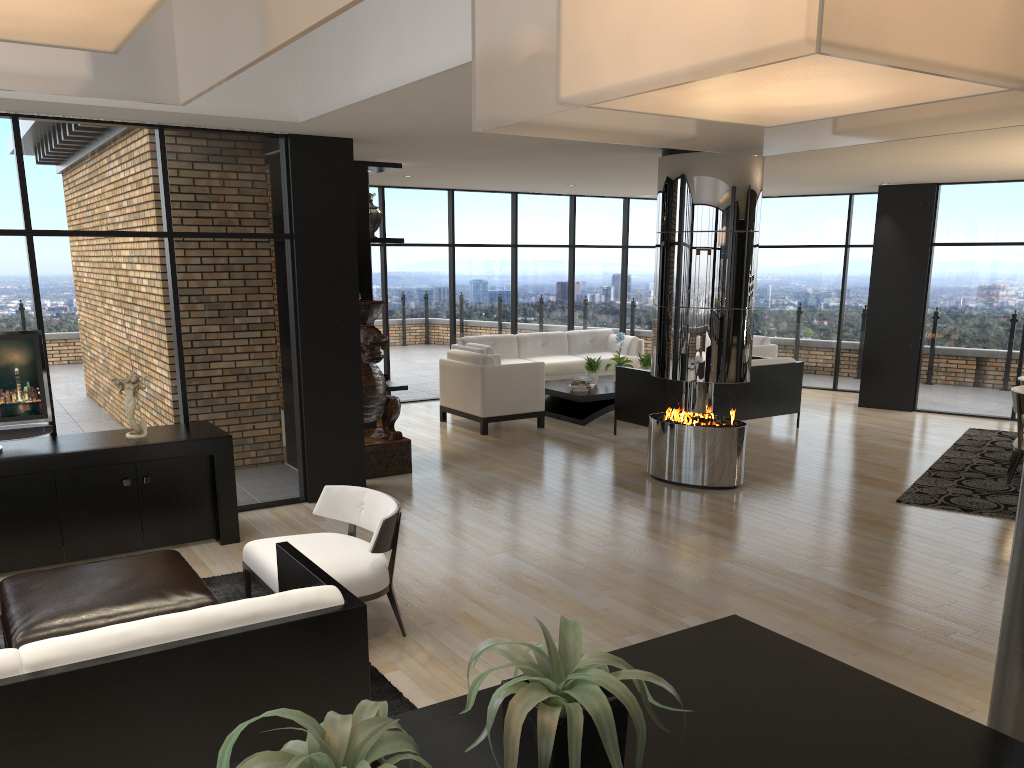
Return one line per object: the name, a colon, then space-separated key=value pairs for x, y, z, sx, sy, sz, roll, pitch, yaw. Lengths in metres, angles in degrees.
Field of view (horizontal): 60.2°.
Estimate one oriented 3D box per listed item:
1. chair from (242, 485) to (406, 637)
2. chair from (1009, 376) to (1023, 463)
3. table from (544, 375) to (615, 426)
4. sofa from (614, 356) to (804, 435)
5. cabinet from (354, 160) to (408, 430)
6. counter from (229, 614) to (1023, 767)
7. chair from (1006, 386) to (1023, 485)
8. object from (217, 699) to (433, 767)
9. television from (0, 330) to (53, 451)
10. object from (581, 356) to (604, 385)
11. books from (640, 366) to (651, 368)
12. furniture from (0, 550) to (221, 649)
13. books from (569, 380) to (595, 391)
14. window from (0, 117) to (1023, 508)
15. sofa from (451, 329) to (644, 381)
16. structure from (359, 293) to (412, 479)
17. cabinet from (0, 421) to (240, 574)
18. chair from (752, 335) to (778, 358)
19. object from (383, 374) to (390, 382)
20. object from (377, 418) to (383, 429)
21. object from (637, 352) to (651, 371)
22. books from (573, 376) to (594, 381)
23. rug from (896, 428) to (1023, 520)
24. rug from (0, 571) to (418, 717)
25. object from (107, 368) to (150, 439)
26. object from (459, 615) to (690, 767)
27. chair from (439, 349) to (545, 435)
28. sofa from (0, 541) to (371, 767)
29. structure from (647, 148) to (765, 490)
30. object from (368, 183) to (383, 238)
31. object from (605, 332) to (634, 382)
chair: x=-0.927 y=0.938 z=4.528 sx=0.680 sy=0.688 sz=0.794 roll=-7 pitch=12 yaw=-32
chair: x=4.973 y=0.355 z=8.145 sx=0.636 sy=0.822 sz=0.610 roll=-11 pitch=16 yaw=-44
table: x=1.297 y=0.160 z=11.079 sx=2.021 sy=0.358 sz=1.248 roll=-5 pitch=10 yaw=-32
sofa: x=2.173 y=0.124 z=9.724 sx=2.021 sy=0.819 sz=0.827 roll=-6 pitch=12 yaw=-32
cabinet: x=-2.220 y=-0.828 z=9.400 sx=1.179 sy=2.794 sz=2.626 roll=-8 pitch=13 yaw=-31
counter: x=-0.468 y=0.743 z=0.780 sx=3.098 sy=0.032 sz=1.164 roll=-5 pitch=10 yaw=-32
chair: x=4.504 y=0.456 z=7.438 sx=0.613 sy=0.822 sz=0.633 roll=6 pitch=13 yaw=27
object: x=-0.236 y=0.541 z=1.218 sx=0.397 sy=0.244 sz=0.399 roll=-1 pitch=10 yaw=-8
television: x=-3.273 y=0.060 z=5.195 sx=0.932 sy=0.725 sz=0.401 roll=-2 pitch=12 yaw=-14
object: x=0.988 y=-0.173 z=10.833 sx=0.283 sy=0.377 sz=0.211 roll=4 pitch=13 yaw=20
books: x=1.779 y=-0.169 z=11.661 sx=0.223 sy=0.129 sz=0.303 roll=4 pitch=10 yaw=25
furniture: x=-1.826 y=1.109 z=4.016 sx=0.823 sy=0.492 sz=0.817 roll=-6 pitch=11 yaw=-32
books: x=0.823 y=0.014 z=10.393 sx=0.307 sy=0.129 sz=0.220 roll=1 pitch=10 yaw=6
window: x=0.059 y=-1.390 z=5.986 sx=10.037 sy=4.878 sz=15.743 roll=9 pitch=12 yaw=44
sofa: x=0.539 y=-0.264 z=12.218 sx=2.681 sy=0.872 sz=0.843 roll=-5 pitch=12 yaw=-32
structure: x=-1.301 y=-0.016 z=7.881 sx=0.514 sy=1.625 sz=0.721 roll=-8 pitch=15 yaw=-32
cabinet: x=-3.284 y=0.783 z=5.346 sx=3.023 sy=0.755 sz=0.613 roll=-5 pitch=12 yaw=-32
chair: x=2.938 y=-0.238 z=12.056 sx=0.850 sy=0.872 sz=0.988 roll=-7 pitch=12 yaw=-32
object: x=-1.382 y=-0.171 z=8.965 sx=0.211 sy=0.319 sz=0.368 roll=-8 pitch=13 yaw=-34
object: x=-1.386 y=0.326 z=9.091 sx=0.223 sy=0.504 sz=0.218 roll=-1 pitch=12 yaw=-6
object: x=1.707 y=-0.234 z=11.266 sx=0.282 sy=0.377 sz=0.212 roll=8 pitch=14 yaw=35
books: x=0.839 y=-0.061 z=10.369 sx=0.153 sy=0.027 sz=0.183 roll=-7 pitch=11 yaw=-41
rug: x=5.212 y=0.827 z=7.703 sx=2.701 sy=0.011 sz=3.677 roll=6 pitch=10 yaw=35
rug: x=-2.137 y=1.400 z=3.677 sx=3.018 sy=0.012 sz=2.449 roll=-5 pitch=10 yaw=-31
object: x=-2.443 y=0.121 z=5.687 sx=0.255 sy=0.468 sz=0.104 roll=-7 pitch=15 yaw=-31
object: x=0.123 y=0.513 z=1.413 sx=0.406 sy=0.244 sz=0.390 roll=-1 pitch=10 yaw=-8
chair: x=-0.226 y=0.042 z=10.091 sx=0.850 sy=0.872 sz=0.988 roll=-7 pitch=12 yaw=-32
sofa: x=-1.568 y=1.112 z=2.856 sx=2.021 sy=0.819 sz=0.827 roll=-6 pitch=12 yaw=-32
structure: x=1.582 y=-0.529 z=7.354 sx=0.883 sy=2.796 sz=0.581 roll=13 pitch=18 yaw=44
object: x=-1.390 y=-1.698 z=8.616 sx=0.244 sy=0.555 sz=0.240 roll=3 pitch=13 yaw=12
object: x=1.364 y=-0.332 z=10.999 sx=0.355 sy=0.643 sz=0.363 roll=-3 pitch=12 yaw=-13
